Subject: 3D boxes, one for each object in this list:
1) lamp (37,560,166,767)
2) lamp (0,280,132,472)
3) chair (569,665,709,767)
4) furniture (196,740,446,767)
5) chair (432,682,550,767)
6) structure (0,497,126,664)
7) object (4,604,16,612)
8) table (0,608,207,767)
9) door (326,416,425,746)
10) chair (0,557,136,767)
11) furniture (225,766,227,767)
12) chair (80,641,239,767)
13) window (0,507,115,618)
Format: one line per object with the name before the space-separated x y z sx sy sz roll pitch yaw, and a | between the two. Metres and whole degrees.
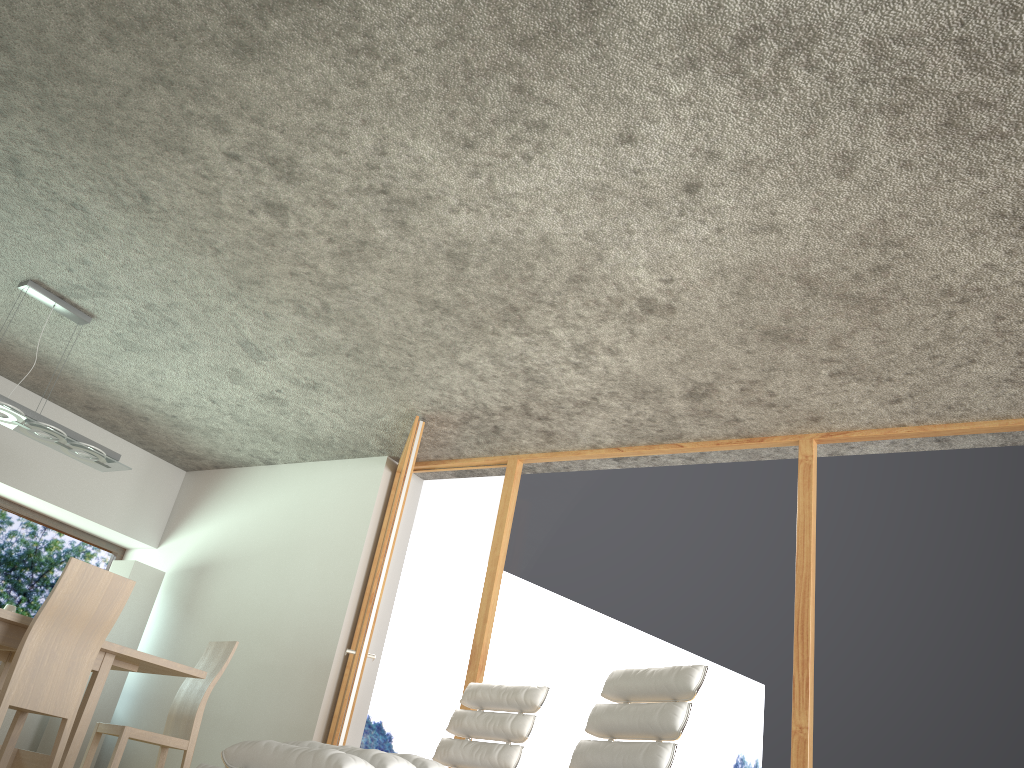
lamp | -2.904 2.016 6.241 0.279 1.518 0.277 -8 -33 32
lamp | -2.632 -0.154 4.832 0.289 0.728 1.475 -8 -33 32
chair | 0.165 1.410 3.163 0.909 0.980 0.565 25 -31 -25
furniture | -0.549 1.267 2.575 0.568 0.445 0.680 -12 -35 38
chair | -0.369 1.809 4.142 0.567 0.980 0.906 -15 -37 40
structure | -4.364 0.697 5.187 0.525 1.168 4.825 -8 -33 32
object | -3.534 1.719 6.108 0.153 0.389 0.151 -5 -32 29
table | -2.856 1.351 3.998 1.197 0.765 2.476 -9 -34 35
door | -0.882 1.452 5.307 0.162 2.447 0.924 15 -28 -8
chair | -2.172 1.324 3.968 0.505 1.029 0.400 -7 -33 32
furniture | -0.870 1.593 3.330 0.684 0.445 0.564 20 -28 -16
chair | -2.029 1.925 5.071 0.402 1.029 0.502 -18 -39 43
window | -4.387 0.832 5.523 0.012 0.990 4.143 -8 -33 32
